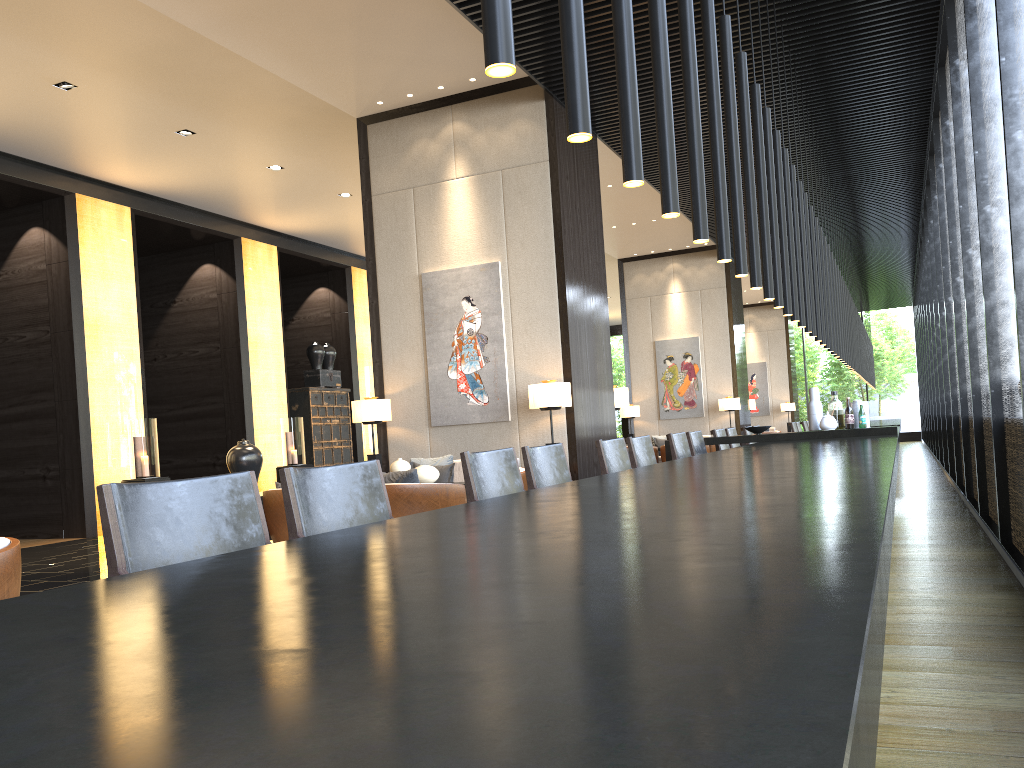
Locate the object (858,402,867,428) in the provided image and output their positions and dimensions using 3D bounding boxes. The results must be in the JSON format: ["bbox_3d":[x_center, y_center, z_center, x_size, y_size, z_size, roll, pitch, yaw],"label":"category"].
[{"bbox_3d":[2.679,0.240,6.774,0.056,0.197,0.056,-4,0,25],"label":"object"}]

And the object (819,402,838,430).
[{"bbox_3d":[2.464,0.252,6.908,0.136,0.217,0.136,-4,-1,11],"label":"object"}]

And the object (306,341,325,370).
[{"bbox_3d":[-3.342,-0.485,15.088,0.311,0.492,0.312,-4,-1,-10],"label":"object"}]

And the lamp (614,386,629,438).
[{"bbox_3d":[1.100,0.697,9.505,0.375,1.350,0.374,-4,0,14],"label":"lamp"}]

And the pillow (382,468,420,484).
[{"bbox_3d":[-0.814,0.784,6.282,0.399,0.362,0.222,-5,-1,24],"label":"pillow"}]

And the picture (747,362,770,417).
[{"bbox_3d":[6.788,0.162,24.918,0.836,1.501,0.037,-4,0,24],"label":"picture"}]

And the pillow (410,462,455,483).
[{"bbox_3d":[-0.731,0.887,8.189,0.472,0.361,0.219,-5,-1,21],"label":"pillow"}]

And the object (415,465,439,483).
[{"bbox_3d":[-0.729,0.763,7.398,0.246,0.168,0.245,-5,-3,26],"label":"object"}]

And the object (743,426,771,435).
[{"bbox_3d":[2.007,0.381,7.228,0.228,0.067,0.227,-5,-4,26],"label":"object"}]

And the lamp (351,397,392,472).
[{"bbox_3d":[-1.328,0.804,8.602,0.374,1.347,0.375,-4,0,-15],"label":"lamp"}]

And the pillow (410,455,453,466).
[{"bbox_3d":[-0.762,0.879,8.372,0.433,0.399,0.201,-4,-1,2],"label":"pillow"}]

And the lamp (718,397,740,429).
[{"bbox_3d":[3.970,0.907,16.017,0.375,1.350,0.374,-4,0,42],"label":"lamp"}]

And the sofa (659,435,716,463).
[{"bbox_3d":[3.093,1.310,16.264,1.451,0.693,0.602,-5,-2,24],"label":"sofa"}]

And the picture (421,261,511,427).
[{"bbox_3d":[-0.448,-0.368,8.494,0.836,1.501,0.037,-4,0,24],"label":"picture"}]

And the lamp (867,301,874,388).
[{"bbox_3d":[9.717,-1.098,24.016,0.060,2.420,0.060,-4,0,29],"label":"lamp"}]

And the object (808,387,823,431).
[{"bbox_3d":[2.419,0.201,7.062,0.113,0.344,0.113,-4,0,19],"label":"object"}]

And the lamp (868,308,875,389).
[{"bbox_3d":[9.922,-1.083,24.481,0.060,2.420,0.060,-4,0,29],"label":"lamp"}]

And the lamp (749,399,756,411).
[{"bbox_3d":[4.698,0.961,17.672,0.375,1.350,0.374,-4,0,42],"label":"lamp"}]

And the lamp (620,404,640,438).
[{"bbox_3d":[2.269,1.066,16.769,0.375,1.350,0.374,-4,0,42],"label":"lamp"}]

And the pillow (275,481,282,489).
[{"bbox_3d":[-1.598,0.860,6.627,0.442,0.338,0.204,-5,-2,31],"label":"pillow"}]

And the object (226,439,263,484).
[{"bbox_3d":[-2.360,0.730,7.830,0.312,0.492,0.311,-5,-1,42],"label":"object"}]

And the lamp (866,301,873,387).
[{"bbox_3d":[9.316,-1.127,23.107,0.060,2.420,0.060,-4,0,29],"label":"lamp"}]

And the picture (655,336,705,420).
[{"bbox_3d":[3.156,-0.104,16.675,0.836,1.501,0.037,-4,0,24],"label":"picture"}]

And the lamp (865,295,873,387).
[{"bbox_3d":[9.112,-1.142,22.643,0.060,2.420,0.060,-4,0,29],"label":"lamp"}]

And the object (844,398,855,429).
[{"bbox_3d":[2.608,0.229,6.849,0.067,0.237,0.067,-4,0,17],"label":"object"}]

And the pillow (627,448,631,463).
[{"bbox_3d":[1.400,0.962,11.505,0.442,0.338,0.204,-5,-2,31],"label":"pillow"}]

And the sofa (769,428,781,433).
[{"bbox_3d":[6.731,1.576,24.522,1.451,0.693,0.602,-5,-2,24],"label":"sofa"}]

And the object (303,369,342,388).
[{"bbox_3d":[-3.244,-0.076,15.229,0.366,0.315,0.606,-5,-3,24],"label":"object"}]

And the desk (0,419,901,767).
[{"bbox_3d":[4.159,0.922,11.652,1.783,0.759,28.723,-5,-4,24],"label":"desk"}]

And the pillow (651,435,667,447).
[{"bbox_3d":[2.815,1.141,16.490,0.433,0.399,0.201,-4,-1,2],"label":"pillow"}]

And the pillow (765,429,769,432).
[{"bbox_3d":[6.401,1.312,22.658,0.399,0.362,0.222,-5,-1,24],"label":"pillow"}]

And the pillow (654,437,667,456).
[{"bbox_3d":[2.846,1.149,16.307,0.472,0.361,0.219,-5,-1,21],"label":"pillow"}]

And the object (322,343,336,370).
[{"bbox_3d":[-3.208,-0.475,15.392,0.311,0.492,0.311,-4,-1,5],"label":"object"}]

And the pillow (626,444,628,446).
[{"bbox_3d":[1.978,1.122,14.745,0.442,0.338,0.204,-5,-2,31],"label":"pillow"}]

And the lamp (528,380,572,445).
[{"bbox_3d":[0.372,0.644,7.850,0.374,1.350,0.375,-4,0,-37],"label":"lamp"}]

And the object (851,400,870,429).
[{"bbox_3d":[2.708,0.236,6.926,0.169,0.219,0.168,-4,-1,19],"label":"object"}]

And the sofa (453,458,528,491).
[{"bbox_3d":[-0.484,1.048,8.146,1.451,0.693,0.602,-5,-2,24],"label":"sofa"}]

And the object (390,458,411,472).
[{"bbox_3d":[-0.934,0.741,7.426,0.171,0.236,0.171,-3,-2,-31],"label":"object"}]

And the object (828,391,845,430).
[{"bbox_3d":[2.574,0.209,7.042,0.129,0.305,0.129,-4,-1,10],"label":"object"}]

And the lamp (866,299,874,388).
[{"bbox_3d":[9.510,-1.113,23.547,0.060,2.420,0.060,-4,0,29],"label":"lamp"}]
